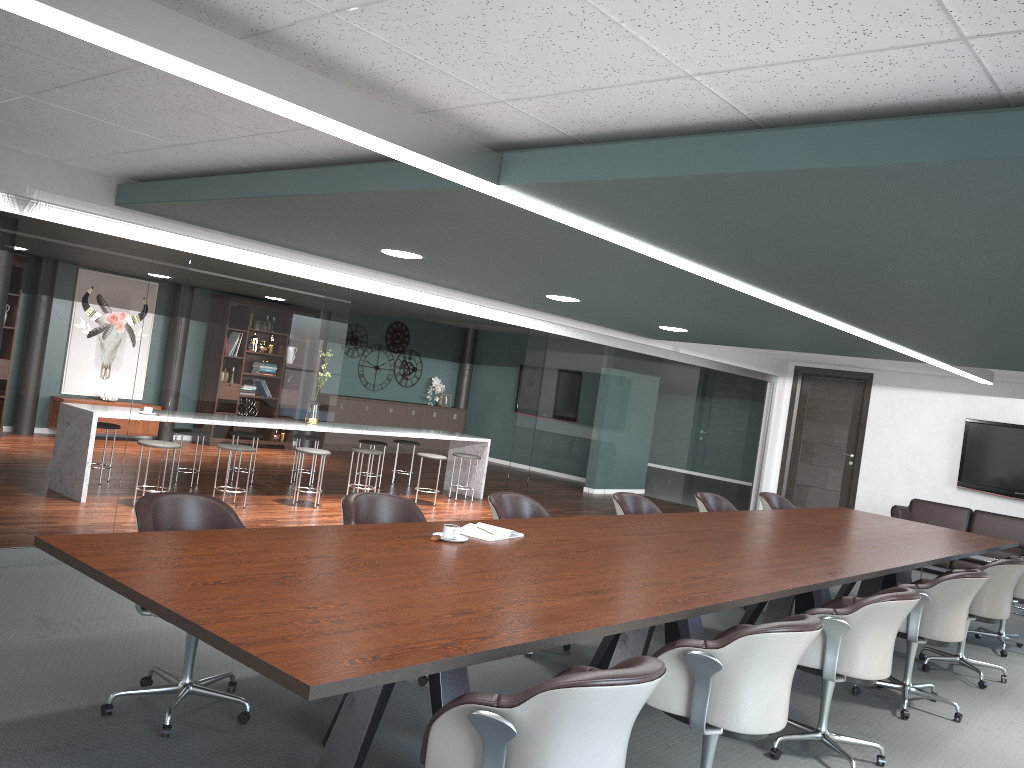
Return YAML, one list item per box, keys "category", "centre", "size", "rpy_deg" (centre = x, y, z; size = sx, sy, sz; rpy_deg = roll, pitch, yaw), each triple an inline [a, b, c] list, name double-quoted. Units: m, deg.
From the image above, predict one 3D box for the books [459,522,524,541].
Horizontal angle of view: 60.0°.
- category: "books"
  centre: [-0.092, 0.632, 3.821]
  size: [0.180, 0.032, 0.285]
  rpy_deg: [8, 0, 31]

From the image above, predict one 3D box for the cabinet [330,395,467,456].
- category: "cabinet"
  centre: [-4.948, 0.257, 10.813]
  size: [0.402, 0.820, 12.287]
  rpy_deg: [8, 0, 41]

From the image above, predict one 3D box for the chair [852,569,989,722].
- category: "chair"
  centre: [2.123, 1.294, 4.583]
  size: [0.535, 0.761, 0.518]
  rpy_deg: [8, 0, -43]

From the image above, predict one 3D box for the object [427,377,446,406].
- category: "object"
  centre: [-1.271, 0.122, 15.003]
  size: [0.221, 0.495, 0.600]
  rpy_deg: [8, 0, 15]

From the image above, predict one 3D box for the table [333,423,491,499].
- category: "table"
  centre: [-1.996, 0.739, 8.705]
  size: [0.609, 0.699, 4.577]
  rpy_deg: [8, 0, 41]

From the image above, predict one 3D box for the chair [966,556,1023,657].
- category: "chair"
  centre: [3.526, 1.495, 6.234]
  size: [0.535, 0.761, 0.518]
  rpy_deg: [8, 0, -43]

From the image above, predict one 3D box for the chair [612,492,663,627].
- category: "chair"
  centre: [0.850, 1.112, 5.690]
  size: [0.535, 0.761, 0.518]
  rpy_deg: [8, 0, -43]

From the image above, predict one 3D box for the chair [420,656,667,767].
- category: "chair"
  centre: [0.067, 0.999, 2.165]
  size: [0.535, 0.761, 0.518]
  rpy_deg: [8, 0, -43]

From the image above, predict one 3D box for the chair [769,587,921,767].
- category: "chair"
  centre: [1.375, 1.187, 3.718]
  size: [0.523, 0.761, 0.533]
  rpy_deg: [8, 0, 17]

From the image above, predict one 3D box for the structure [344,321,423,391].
- category: "structure"
  centre: [-2.067, -0.459, 14.312]
  size: [0.017, 1.178, 1.791]
  rpy_deg: [8, 0, 41]

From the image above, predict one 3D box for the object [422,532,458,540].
- category: "object"
  centre: [-0.290, 0.610, 3.530]
  size: [0.155, 0.012, 0.034]
  rpy_deg: [8, 0, 18]

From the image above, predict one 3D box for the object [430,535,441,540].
- category: "object"
  centre: [-0.302, 0.607, 3.503]
  size: [0.044, 0.021, 0.041]
  rpy_deg: [8, 0, 33]

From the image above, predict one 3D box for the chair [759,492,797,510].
- category: "chair"
  centre: [2.260, 1.314, 7.349]
  size: [0.535, 0.761, 0.518]
  rpy_deg: [8, 0, -43]

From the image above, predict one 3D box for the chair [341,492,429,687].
- category: "chair"
  centre: [-0.577, 0.908, 4.011]
  size: [0.535, 0.761, 0.518]
  rpy_deg: [8, 0, -29]

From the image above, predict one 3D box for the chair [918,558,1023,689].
- category: "chair"
  centre: [2.805, 1.392, 5.397]
  size: [0.523, 0.761, 0.533]
  rpy_deg: [8, 0, 26]

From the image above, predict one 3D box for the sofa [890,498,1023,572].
- category: "sofa"
  centre: [5.203, 1.755, 8.263]
  size: [1.976, 0.728, 4.057]
  rpy_deg: [8, 0, -6]

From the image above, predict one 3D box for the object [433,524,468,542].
- category: "object"
  centre: [-0.245, 0.598, 3.566]
  size: [0.146, 0.056, 0.146]
  rpy_deg: [8, 0, -25]

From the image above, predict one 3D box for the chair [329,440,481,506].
- category: "chair"
  centre: [-2.034, 0.829, 8.766]
  size: [1.479, 0.512, 4.029]
  rpy_deg: [8, 0, 40]

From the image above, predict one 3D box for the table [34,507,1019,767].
- category: "table"
  centre: [1.190, 1.189, 4.757]
  size: [1.374, 0.706, 6.694]
  rpy_deg: [8, 0, 41]

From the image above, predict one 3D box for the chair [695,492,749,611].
- category: "chair"
  centre: [1.549, 1.212, 6.499]
  size: [0.523, 0.761, 0.533]
  rpy_deg: [8, 0, 22]

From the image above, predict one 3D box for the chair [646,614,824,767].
- category: "chair"
  centre: [0.705, 1.090, 2.927]
  size: [0.523, 0.761, 0.533]
  rpy_deg: [8, 0, 22]

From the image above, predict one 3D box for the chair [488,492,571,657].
- category: "chair"
  centre: [0.076, 1.001, 4.779]
  size: [0.535, 0.761, 0.518]
  rpy_deg: [8, 0, -43]

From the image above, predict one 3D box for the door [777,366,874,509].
- category: "door"
  centre: [4.070, 0.871, 11.587]
  size: [1.038, 2.130, 0.139]
  rpy_deg: [8, 0, 41]

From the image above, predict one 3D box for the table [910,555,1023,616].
- category: "table"
  centre: [4.224, 1.800, 8.247]
  size: [1.477, 0.359, 0.926]
  rpy_deg: [8, 0, 41]

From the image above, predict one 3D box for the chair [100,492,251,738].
- category: "chair"
  centre: [-1.189, 0.820, 3.291]
  size: [0.535, 0.761, 0.518]
  rpy_deg: [8, 0, -43]

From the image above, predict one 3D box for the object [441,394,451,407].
- category: "object"
  centre: [-1.119, 0.286, 15.090]
  size: [0.174, 0.207, 0.042]
  rpy_deg: [8, 0, -30]
